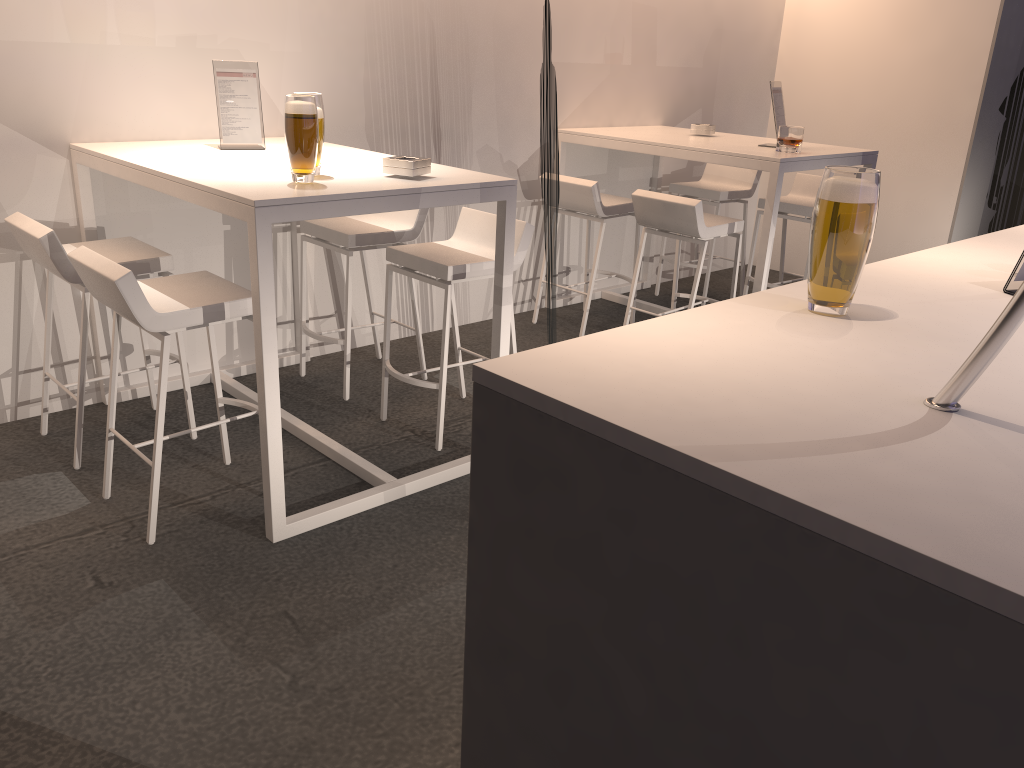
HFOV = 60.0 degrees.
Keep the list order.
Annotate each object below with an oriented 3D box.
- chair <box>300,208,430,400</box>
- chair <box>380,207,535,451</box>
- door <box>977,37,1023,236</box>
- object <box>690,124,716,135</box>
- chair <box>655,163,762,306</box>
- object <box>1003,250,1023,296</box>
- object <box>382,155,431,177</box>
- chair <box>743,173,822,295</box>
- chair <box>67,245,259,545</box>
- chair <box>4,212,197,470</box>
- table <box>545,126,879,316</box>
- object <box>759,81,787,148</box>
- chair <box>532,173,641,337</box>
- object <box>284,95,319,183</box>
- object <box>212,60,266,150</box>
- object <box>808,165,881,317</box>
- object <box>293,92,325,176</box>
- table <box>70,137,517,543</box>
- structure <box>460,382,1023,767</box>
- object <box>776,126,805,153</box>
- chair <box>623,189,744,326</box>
[{"bbox_3d":[-0.709,-0.437,4.110,0.526,0.878,0.408,-16,28,-40],"label":"chair"},{"bbox_3d":[-0.254,-0.243,3.656,0.526,0.878,0.408,-16,28,-40],"label":"chair"},{"bbox_3d":[3.568,-1.714,6.321,0.889,2.083,0.112,-16,28,-40],"label":"door"},{"bbox_3d":[1.128,-1.504,5.236,0.120,0.050,0.120,12,22,22],"label":"object"},{"bbox_3d":[1.278,-0.998,5.862,0.526,0.878,0.408,-16,28,-40],"label":"chair"},{"bbox_3d":[1.096,-0.327,1.708,0.171,0.332,0.115,-5,22,-19],"label":"object"},{"bbox_3d":[-0.358,-0.743,3.020,0.120,0.050,0.120,12,22,22],"label":"object"},{"bbox_3d":[1.733,-0.805,5.409,0.526,0.878,0.408,-16,28,-40],"label":"chair"},{"bbox_3d":[-1.073,-0.011,2.932,0.526,0.878,0.408,-16,28,-40],"label":"chair"},{"bbox_3d":[-1.528,-0.205,3.385,0.526,0.878,0.408,-16,28,-40],"label":"chair"},{"bbox_3d":[1.107,-0.880,5.225,0.999,1.089,1.499,-16,28,-40],"label":"table"},{"bbox_3d":[1.422,-1.441,4.739,0.115,0.332,0.171,16,24,31],"label":"object"},{"bbox_3d":[0.459,-0.766,5.138,0.526,0.878,0.408,-16,28,-40],"label":"chair"},{"bbox_3d":[-0.653,-0.759,2.753,0.105,0.259,0.105,5,21,6],"label":"object"},{"bbox_3d":[-1.080,-1.103,3.510,0.171,0.332,0.115,-6,22,-23],"label":"object"},{"bbox_3d":[0.569,-0.242,1.542,0.105,0.259,0.105,20,26,37],"label":"object"},{"bbox_3d":[-0.667,-0.820,2.912,0.105,0.259,0.105,14,23,27],"label":"object"},{"bbox_3d":[-0.879,-0.318,3.472,0.999,1.089,1.499,-16,28,-40],"label":"table"},{"bbox_3d":[2.659,-0.025,3.181,6.498,1.075,1.049,-16,28,-40],"label":"structure"},{"bbox_3d":[1.412,-1.243,4.504,0.099,0.125,0.099,-8,23,-27],"label":"object"},{"bbox_3d":[0.914,-0.573,4.685,0.526,0.878,0.408,-16,28,-40],"label":"chair"}]
